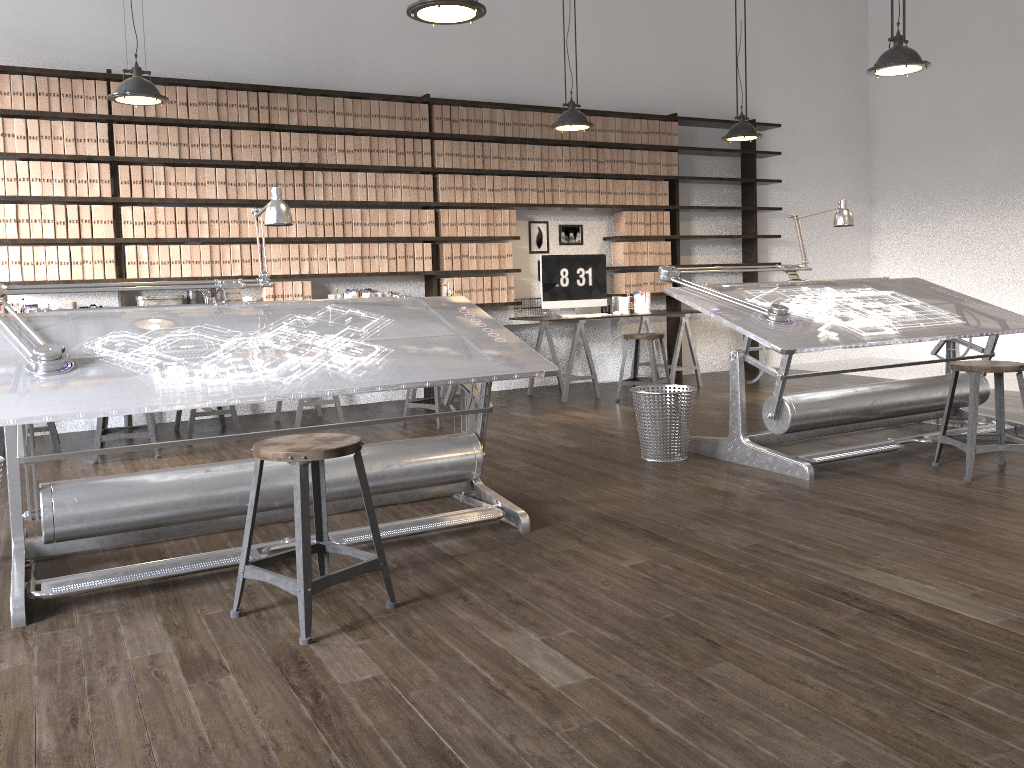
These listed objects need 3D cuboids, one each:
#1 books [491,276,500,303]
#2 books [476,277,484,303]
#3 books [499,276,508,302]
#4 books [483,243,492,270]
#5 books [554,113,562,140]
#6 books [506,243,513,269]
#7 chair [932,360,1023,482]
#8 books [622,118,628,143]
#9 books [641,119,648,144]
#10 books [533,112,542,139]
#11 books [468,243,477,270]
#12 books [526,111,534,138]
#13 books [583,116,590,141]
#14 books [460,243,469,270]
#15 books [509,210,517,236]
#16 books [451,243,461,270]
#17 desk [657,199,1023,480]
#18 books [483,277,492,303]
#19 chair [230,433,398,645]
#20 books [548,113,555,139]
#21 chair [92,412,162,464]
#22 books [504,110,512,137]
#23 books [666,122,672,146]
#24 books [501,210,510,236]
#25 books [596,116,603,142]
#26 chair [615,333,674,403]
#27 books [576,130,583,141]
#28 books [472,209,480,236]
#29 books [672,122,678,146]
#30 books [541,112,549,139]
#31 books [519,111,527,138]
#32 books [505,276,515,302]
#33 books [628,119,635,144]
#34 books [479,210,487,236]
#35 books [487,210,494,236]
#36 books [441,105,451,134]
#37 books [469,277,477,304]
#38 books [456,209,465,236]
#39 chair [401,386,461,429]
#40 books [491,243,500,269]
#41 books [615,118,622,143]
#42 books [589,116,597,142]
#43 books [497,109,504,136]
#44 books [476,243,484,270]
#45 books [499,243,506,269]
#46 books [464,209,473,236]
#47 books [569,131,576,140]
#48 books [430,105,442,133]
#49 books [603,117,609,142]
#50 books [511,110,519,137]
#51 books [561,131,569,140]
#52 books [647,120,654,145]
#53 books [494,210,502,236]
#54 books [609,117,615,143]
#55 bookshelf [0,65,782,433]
[{"bbox_3d":[-0.174,-0.788,7.439,0.067,0.225,0.175,-4,5,-28],"label":"books"},{"bbox_3d":[-0.305,-0.776,7.369,0.067,0.225,0.175,-4,5,-28],"label":"books"},{"bbox_3d":[-0.109,-0.794,7.469,0.067,0.225,0.175,-4,5,-28],"label":"books"},{"bbox_3d":[-0.237,-1.058,7.391,0.067,0.225,0.175,-4,5,-28],"label":"books"},{"bbox_3d":[0.353,-2.209,7.655,0.067,0.225,0.175,-4,5,-28],"label":"books"},{"bbox_3d":[-0.062,-1.075,7.482,0.067,0.225,0.175,-4,5,-28],"label":"books"},{"bbox_3d":[2.241,0.165,4.182,0.371,0.526,0.360,-2,5,0],"label":"chair"},{"bbox_3d":[0.971,-2.267,7.985,0.067,0.225,0.175,-4,5,-28],"label":"books"},{"bbox_3d":[1.160,-2.284,8.080,0.067,0.225,0.175,-4,5,-28],"label":"books"},{"bbox_3d":[0.179,-2.192,7.554,0.067,0.225,0.175,-4,5,-28],"label":"books"},{"bbox_3d":[-0.360,-1.046,7.321,0.067,0.225,0.175,-4,5,-28],"label":"books"},{"bbox_3d":[0.114,-2.186,7.523,0.067,0.225,0.175,-4,5,-28],"label":"books"},{"bbox_3d":[0.609,-2.233,7.792,0.067,0.225,0.175,-4,5,-28],"label":"books"},{"bbox_3d":[-0.424,-1.041,7.292,0.067,0.225,0.175,-4,5,-28],"label":"books"},{"bbox_3d":[-0.031,-1.352,7.489,0.067,0.225,0.175,-4,5,-28],"label":"books"},{"bbox_3d":[-0.488,-1.034,7.251,0.067,0.225,0.175,-4,5,-28],"label":"books"},{"bbox_3d":[1.883,-0.354,4.972,2.072,1.382,1.079,-5,6,-28],"label":"desk"},{"bbox_3d":[-0.237,-0.781,7.399,0.067,0.225,0.175,-4,5,-28],"label":"books"},{"bbox_3d":[-0.599,0.434,2.651,0.372,0.526,0.359,2,6,40],"label":"chair"},{"bbox_3d":[0.296,-2.203,7.622,0.067,0.225,0.175,-4,5,-28],"label":"books"},{"bbox_3d":[-2.300,0.179,5.280,0.372,0.526,0.359,-3,5,-20],"label":"chair"},{"bbox_3d":[-0.070,-2.169,7.423,0.067,0.225,0.175,-4,5,-28],"label":"books"},{"bbox_3d":[1.403,-2.308,8.219,0.067,0.225,0.175,-4,5,-28],"label":"books"},{"bbox_3d":[-0.092,-1.346,7.451,0.067,0.225,0.175,-4,5,-28],"label":"books"},{"bbox_3d":[0.734,-2.244,7.852,0.067,0.225,0.175,-4,5,-28],"label":"books"},{"bbox_3d":[1.052,-0.131,7.027,0.372,0.526,0.360,1,5,30],"label":"chair"},{"bbox_3d":[0.549,-2.227,7.755,0.067,0.225,0.175,-4,5,-28],"label":"books"},{"bbox_3d":[-0.336,-1.323,7.324,0.067,0.225,0.175,-4,5,-28],"label":"books"},{"bbox_3d":[1.466,-2.314,8.248,0.067,0.225,0.175,-4,5,-28],"label":"books"},{"bbox_3d":[0.243,-2.198,7.588,0.067,0.225,0.175,-4,5,-28],"label":"books"},{"bbox_3d":[0.050,-2.181,7.494,0.067,0.225,0.175,-4,5,-28],"label":"books"},{"bbox_3d":[-0.049,-0.800,7.506,0.067,0.225,0.175,-4,5,-28],"label":"books"},{"bbox_3d":[1.031,-2.273,8.019,0.067,0.225,0.175,-4,5,-28],"label":"books"},{"bbox_3d":[-0.275,-1.328,7.351,0.067,0.225,0.175,-4,5,-28],"label":"books"},{"bbox_3d":[-0.218,-1.334,7.388,0.067,0.225,0.175,-4,5,-28],"label":"books"},{"bbox_3d":[-0.561,-2.122,7.160,0.067,0.225,0.175,-4,5,-28],"label":"books"},{"bbox_3d":[-0.361,-0.770,7.336,0.067,0.225,0.175,-4,5,-28],"label":"books"},{"bbox_3d":[-0.453,-1.312,7.257,0.067,0.225,0.175,-4,5,-28],"label":"books"},{"bbox_3d":[-0.530,0.021,6.150,0.358,0.526,0.373,1,6,35],"label":"chair"},{"bbox_3d":[-0.175,-1.064,7.418,0.067,0.225,0.175,-4,5,-28],"label":"books"},{"bbox_3d":[0.911,-2.261,7.948,0.067,0.225,0.175,-4,5,-28],"label":"books"},{"bbox_3d":[0.671,-2.239,7.825,0.067,0.225,0.175,-4,5,-28],"label":"books"},{"bbox_3d":[-0.135,-2.163,7.390,0.067,0.225,0.175,-4,5,-28],"label":"books"},{"bbox_3d":[-0.299,-1.053,7.358,0.067,0.225,0.175,-4,5,-28],"label":"books"},{"bbox_3d":[-0.118,-1.070,7.454,0.067,0.225,0.175,-4,5,-28],"label":"books"},{"bbox_3d":[-0.391,-1.318,7.293,0.067,0.225,0.175,-4,5,-28],"label":"books"},{"bbox_3d":[0.484,-2.221,7.726,0.067,0.225,0.175,-4,5,-28],"label":"books"},{"bbox_3d":[-0.628,-2.117,7.129,0.067,0.225,0.175,-4,5,-28],"label":"books"},{"bbox_3d":[0.790,-2.250,7.888,0.067,0.225,0.175,-4,5,-28],"label":"books"},{"bbox_3d":[-0.010,-2.175,7.459,0.067,0.225,0.175,-4,5,-28],"label":"books"},{"bbox_3d":[0.420,-2.215,7.685,0.067,0.225,0.175,-4,5,-28],"label":"books"},{"bbox_3d":[1.224,-2.290,8.114,0.067,0.225,0.175,-4,5,-28],"label":"books"},{"bbox_3d":[-0.156,-1.340,7.422,0.067,0.225,0.175,-4,5,-28],"label":"books"},{"bbox_3d":[0.846,-2.255,7.916,0.067,0.225,0.175,-4,5,-28],"label":"books"},{"bbox_3d":[-1.410,-0.662,6.871,9.191,3.196,0.374,-5,5,-28],"label":"bookshelf"}]
